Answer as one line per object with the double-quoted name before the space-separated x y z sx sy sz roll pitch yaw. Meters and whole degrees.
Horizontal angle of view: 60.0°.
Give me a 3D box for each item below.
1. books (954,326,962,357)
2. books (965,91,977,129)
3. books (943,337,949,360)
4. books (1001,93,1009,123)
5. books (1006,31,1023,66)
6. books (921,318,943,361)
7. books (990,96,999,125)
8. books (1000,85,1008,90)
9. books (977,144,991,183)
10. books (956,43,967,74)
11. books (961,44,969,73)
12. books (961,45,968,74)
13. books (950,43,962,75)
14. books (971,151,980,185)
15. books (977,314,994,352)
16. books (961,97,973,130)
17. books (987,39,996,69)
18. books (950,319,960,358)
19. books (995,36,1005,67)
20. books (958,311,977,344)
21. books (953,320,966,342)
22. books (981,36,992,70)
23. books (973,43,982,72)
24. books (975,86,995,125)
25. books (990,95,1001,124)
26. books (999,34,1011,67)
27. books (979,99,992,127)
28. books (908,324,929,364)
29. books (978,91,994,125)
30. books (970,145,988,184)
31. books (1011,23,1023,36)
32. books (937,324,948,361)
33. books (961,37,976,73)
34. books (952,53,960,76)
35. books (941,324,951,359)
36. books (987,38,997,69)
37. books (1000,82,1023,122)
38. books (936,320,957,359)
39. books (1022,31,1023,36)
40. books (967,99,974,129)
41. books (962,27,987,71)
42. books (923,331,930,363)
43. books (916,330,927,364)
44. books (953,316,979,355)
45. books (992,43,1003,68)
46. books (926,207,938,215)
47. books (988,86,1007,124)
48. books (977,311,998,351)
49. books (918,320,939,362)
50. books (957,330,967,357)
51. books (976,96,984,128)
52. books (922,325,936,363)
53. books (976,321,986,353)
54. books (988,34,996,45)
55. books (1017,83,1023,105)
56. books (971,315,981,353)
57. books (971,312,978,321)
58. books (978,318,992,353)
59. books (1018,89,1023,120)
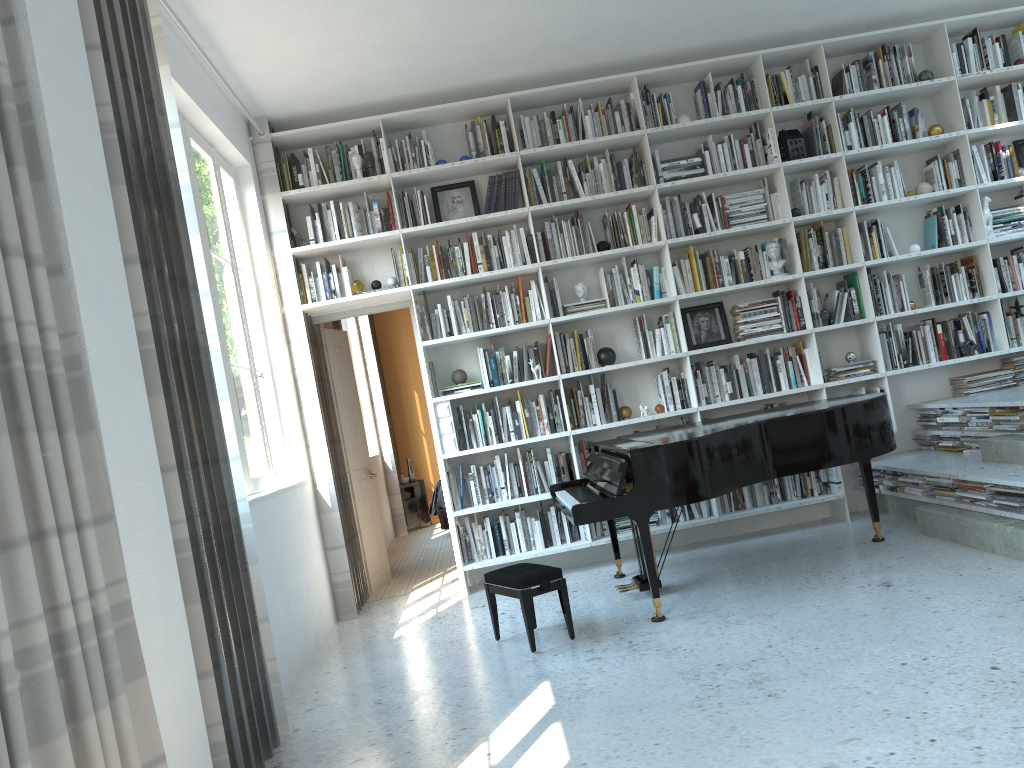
"books" 2.987 -0.279 6.016 0.022 0.211 0.135 -10 -1 -3
"books" 3.122 -1.833 6.059 0.051 0.282 0.166 -10 -1 -3
"books" 2.890 -0.275 6.014 0.025 0.237 0.156 -10 -1 -3
"books" 3.328 -1.848 6.068 0.025 0.238 0.143 -10 -1 -3
"books" 3.450 -2.253 6.068 0.019 0.256 0.169 -10 -1 -3
"books" 2.838 -0.294 5.995 0.012 0.293 0.175 -10 -1 -3
"books" 3.254 -1.828 6.062 0.030 0.224 0.158 -10 -1 -3
"books" 3.382 -1.882 6.080 0.012 0.285 0.159 -10 -1 -3
"books" 3.199 -1.475 6.062 0.012 0.285 0.159 -10 -1 -3
"books" 3.022 -2.167 6.051 0.026 0.241 0.184 -10 -1 -3
"books" 3.071 -2.180 6.078 0.027 0.249 0.140 -10 -1 -3
"books" 3.048 -2.166 6.060 0.024 0.231 0.168 -10 -1 -3
"books" 2.996 -2.167 6.055 0.025 0.250 0.178 -10 -1 -3
"books" 3.124 -1.443 6.046 0.011 0.248 0.155 -10 -1 -3
"books" 3.191 -0.341 6.015 0.026 0.258 0.156 -10 -1 -3
"books" 3.080 -1.811 6.059 0.012 0.254 0.161 -10 -1 -3
"books" 3.230 -2.203 6.063 0.022 0.236 0.172 -10 -1 -3
"books" 2.958 -0.300 6.014 0.026 0.263 0.169 -10 -1 -3
"books" 3.318 -2.227 6.086 0.012 0.254 0.161 -10 -1 -3
"books" 3.099 -0.342 6.022 0.013 0.294 0.134 -10 -1 -3
"books" 3.024 -0.305 6.014 0.012 0.249 0.164 -10 -1 -3
"books" 3.210 -2.212 6.062 0.014 0.262 0.168 -10 -1 -3
"books" 3.148 -2.185 6.066 0.030 0.231 0.148 -10 -1 -3
"books" 3.227 -1.859 6.062 0.011 0.296 0.162 -10 -1 -3
"books" 3.279 -1.838 6.077 0.024 0.236 0.146 -10 -1 -3
"books" 3.339 -2.234 6.074 0.030 0.257 0.165 -10 -1 -3
"books" 3.192 -1.808 6.046 0.025 0.207 0.175 -10 -1 -3
"books" 2.754 -0.265 6.005 0.014 0.268 0.171 -10 -1 -3
"books" 3.213 -1.839 6.052 0.026 0.261 0.167 -10 -1 -3
"books" 3.157 -1.470 6.054 0.065 0.289 0.146 -10 -1 -3
"books" 3.505 -2.296 6.079 0.007 0.320 0.165 -10 -1 -3
"books" 2.863 -0.273 5.998 0.031 0.244 0.184 -10 -1 -3
"books" 3.105 -2.201 6.063 0.048 0.278 0.150 -10 -1 -3
"books" 2.979 -2.130 6.041 0.022 0.182 0.190 -10 -1 -3
"books" 2.912 -0.281 6.022 0.021 0.242 0.131 -10 -1 -3
"books" 3.250 -2.215 6.073 0.021 0.254 0.151 -10 -1 -3
"books" 3.356 -1.869 6.018 0.032 0.265 0.245 -10 -1 -3
"books" 2.934 -0.296 6.006 0.026 0.262 0.173 -10 -1 -3
"books" 3.483 -2.257 6.077 0.016 0.252 0.189 -10 -1 -3
"books" 3.094 -1.805 6.057 0.013 0.236 0.142 -10 -1 -3
"books" 3.161 -2.239 6.057 0.014 0.332 0.180 -10 -1 -3
"books" 2.771 -0.244 6.011 0.012 0.221 0.153 -10 -1 -3
"books" 2.739 -0.242 6.007 0.024 0.228 0.159 -10 -1 -3
"books" 3.061 -0.321 6.011 0.070 0.266 0.186 -10 -1 -3
"books" 3.277 -2.194 6.060 0.024 0.202 0.190 -10 -1 -3
"books" 2.891 -1.047 6.044 0.016 0.290 0.135 -10 -1 -3
"books" 3.299 -1.869 6.058 0.026 0.288 0.156 -10 -1 -3
"books" 3.215 -0.352 6.017 0.025 0.272 0.171 -10 -1 -3
"books" 2.826 -0.287 6.016 0.012 0.285 0.159 -10 -1 -3
"books" 3.013 -0.269 6.011 0.025 0.181 0.169 -10 -1 -3
"books" 3.162 -1.824 6.069 0.026 0.250 0.130 -10 -1 -3
"books" 2.787 -0.264 5.996 0.025 0.252 0.181 -10 -1 -3
"books" 3.139 -0.312 6.011 0.013 0.220 0.168 -10 -1 -3
"books" 3.286 -2.234 6.088 0.012 0.279 0.153 -10 -1 -3
"books" 3.471 -1.897 6.078 0.048 0.283 0.162 -10 -1 -3
"books" 3.118 -0.330 6.023 0.021 0.264 0.150 -10 -1 -3
"books" 3.145 -0.344 6.038 0.012 0.282 0.143 -10 -1 -3
"books" 3.169 -0.322 6.008 0.025 0.228 0.175 -10 -1 -3
"books" 3.422 -1.862 6.048 0.030 0.230 0.187 -10 -1 -3
